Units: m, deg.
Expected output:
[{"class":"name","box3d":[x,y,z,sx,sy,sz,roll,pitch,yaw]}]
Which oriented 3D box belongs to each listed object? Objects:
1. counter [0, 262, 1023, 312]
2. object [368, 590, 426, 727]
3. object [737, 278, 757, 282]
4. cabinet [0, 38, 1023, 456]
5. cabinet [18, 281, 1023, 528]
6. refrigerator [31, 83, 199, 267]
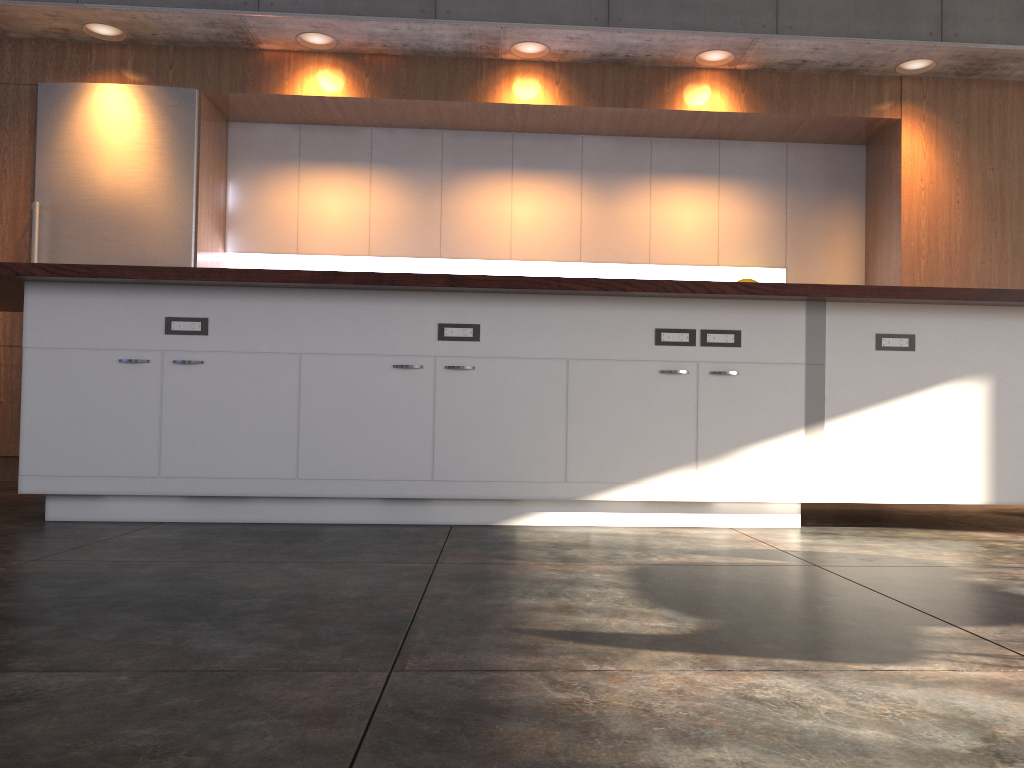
[{"class":"counter","box3d":[0.351,0.109,3.929,6.672,0.970,1.140,1,-2,-3]},{"class":"object","box3d":[-2.708,0.722,4.674,27.266,0.001,19.713,1,-3,-3]},{"class":"object","box3d":[1.599,-0.524,6.039,0.275,0.381,0.099,1,-2,-3]},{"class":"cabinet","box3d":[-0.482,-0.739,6.734,8.126,2.561,2.375,1,-2,-3]},{"class":"cabinet","box3d":[0.963,0.150,3.955,5.662,0.929,0.920,1,-2,-3]},{"class":"refrigerator","box3d":[-2.443,-0.732,5.472,0.960,2.189,0.219,1,-2,-6]}]
